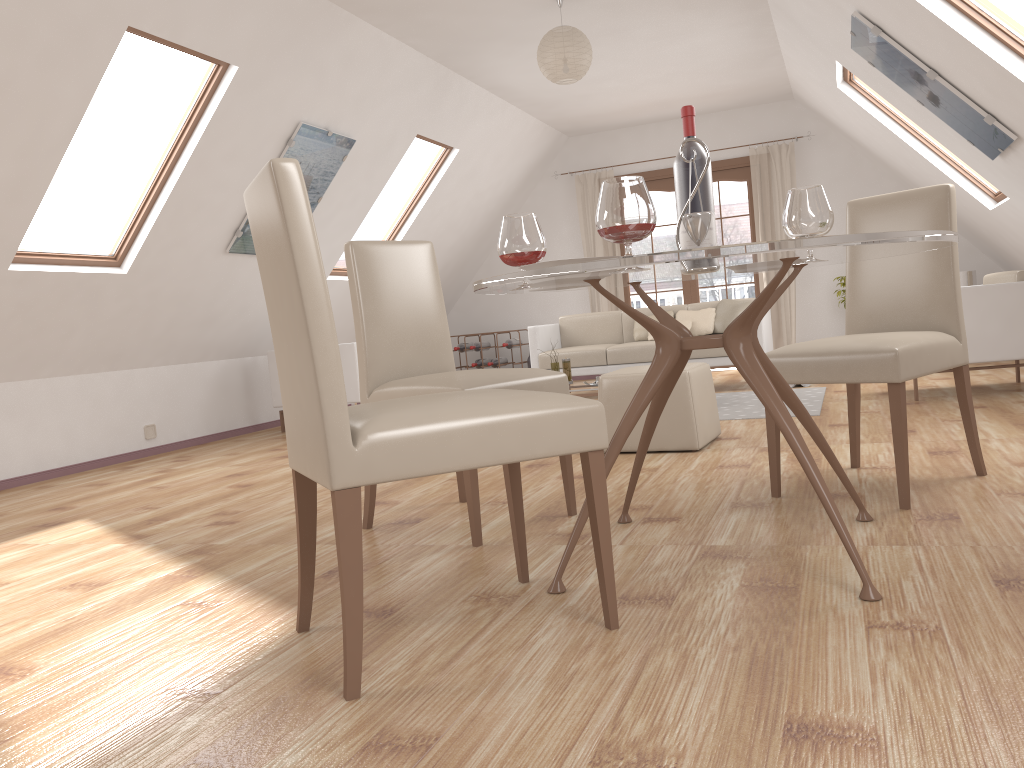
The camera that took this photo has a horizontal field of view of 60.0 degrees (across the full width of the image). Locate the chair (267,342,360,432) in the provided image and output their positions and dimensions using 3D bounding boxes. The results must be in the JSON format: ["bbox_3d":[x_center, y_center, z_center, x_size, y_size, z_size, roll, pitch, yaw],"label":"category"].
[{"bbox_3d":[-1.329,-0.029,6.969,0.820,0.706,0.748,-4,4,24],"label":"chair"}]

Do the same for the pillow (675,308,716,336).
[{"bbox_3d":[1.507,-0.507,7.338,0.351,0.225,0.196,-3,4,26],"label":"pillow"}]

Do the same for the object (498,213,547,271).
[{"bbox_3d":[0.028,-0.373,2.441,0.136,0.183,0.136,-5,4,0],"label":"object"}]

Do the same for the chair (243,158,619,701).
[{"bbox_3d":[-0.186,0.047,1.920,0.618,0.999,0.477,-7,4,-24],"label":"chair"}]

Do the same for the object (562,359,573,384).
[{"bbox_3d":[0.404,-0.092,6.508,0.075,0.185,0.075,-8,5,-37],"label":"object"}]

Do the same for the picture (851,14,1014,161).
[{"bbox_3d":[2.161,-1.533,4.634,0.683,0.738,0.650,-4,4,21],"label":"picture"}]

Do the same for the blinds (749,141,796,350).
[{"bbox_3d":[2.624,-1.279,8.707,0.424,2.129,0.123,-4,4,16],"label":"blinds"}]

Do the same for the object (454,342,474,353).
[{"bbox_3d":[-0.530,-0.396,9.690,0.110,0.110,0.439,-4,4,21],"label":"object"}]

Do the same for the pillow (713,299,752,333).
[{"bbox_3d":[1.781,-0.557,7.182,0.269,0.276,0.424,-7,4,-19],"label":"pillow"}]

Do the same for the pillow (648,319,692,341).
[{"bbox_3d":[1.283,-0.440,7.273,0.363,0.170,0.227,-3,4,26],"label":"pillow"}]

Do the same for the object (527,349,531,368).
[{"bbox_3d":[0.223,-0.194,9.414,0.115,0.443,0.120,-4,4,15],"label":"object"}]

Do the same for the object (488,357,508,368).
[{"bbox_3d":[-0.166,-0.229,9.572,0.109,0.109,0.435,-4,4,21],"label":"object"}]

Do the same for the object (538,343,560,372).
[{"bbox_3d":[0.299,-0.164,6.420,0.184,0.359,0.123,-7,4,-27],"label":"object"}]

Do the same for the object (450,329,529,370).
[{"bbox_3d":[-0.238,-0.255,9.642,0.854,0.608,0.417,-4,4,21],"label":"object"}]

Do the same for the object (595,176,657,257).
[{"bbox_3d":[0.254,-0.363,1.975,0.136,0.183,0.136,-5,4,0],"label":"object"}]

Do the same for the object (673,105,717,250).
[{"bbox_3d":[0.502,-0.546,2.448,0.109,0.435,0.109,-4,4,17],"label":"object"}]

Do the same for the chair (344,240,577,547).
[{"bbox_3d":[-0.197,-0.023,3.015,0.477,0.999,0.618,-9,5,-44],"label":"chair"}]

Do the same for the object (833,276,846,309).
[{"bbox_3d":[3.223,-0.620,8.383,0.311,0.846,0.307,-4,4,13],"label":"object"}]

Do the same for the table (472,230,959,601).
[{"bbox_3d":[0.530,0.067,2.340,1.198,0.770,1.198,-2,5,42],"label":"table"}]

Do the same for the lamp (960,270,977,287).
[{"bbox_3d":[4.030,-0.814,7.892,0.180,0.375,0.221,-8,5,-35],"label":"lamp"}]

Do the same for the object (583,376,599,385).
[{"bbox_3d":[0.580,-0.024,6.272,0.143,0.052,0.064,-4,4,21],"label":"object"}]

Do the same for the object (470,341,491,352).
[{"bbox_3d":[-0.357,-0.405,9.629,0.109,0.109,0.435,-4,4,21],"label":"object"}]

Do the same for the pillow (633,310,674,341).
[{"bbox_3d":[1.191,-0.487,7.465,0.351,0.235,0.185,-4,4,24],"label":"pillow"}]

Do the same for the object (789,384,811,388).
[{"bbox_3d":[2.147,-0.119,6.765,0.212,0.267,0.315,-5,4,8],"label":"object"}]

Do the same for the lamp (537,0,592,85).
[{"bbox_3d":[0.312,-2.091,5.395,0.340,0.497,0.340,-7,4,-29],"label":"lamp"}]

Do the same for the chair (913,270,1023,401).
[{"bbox_3d":[2.752,-0.305,5.385,0.820,0.706,0.748,-5,4,11],"label":"chair"}]

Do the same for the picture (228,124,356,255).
[{"bbox_3d":[-1.485,-1.286,6.038,0.683,0.738,0.650,-4,4,21],"label":"picture"}]

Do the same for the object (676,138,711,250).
[{"bbox_3d":[0.477,-0.476,2.303,0.086,0.322,0.096,-6,4,-16],"label":"object"}]

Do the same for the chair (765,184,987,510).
[{"bbox_3d":[1.201,-0.150,2.975,0.618,0.999,0.477,-9,5,-41],"label":"chair"}]

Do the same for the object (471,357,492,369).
[{"bbox_3d":[-0.340,-0.221,9.638,0.109,0.109,0.435,-4,4,21],"label":"object"}]

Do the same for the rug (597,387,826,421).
[{"bbox_3d":[0.688,0.187,6.174,2.800,0.007,1.600,-4,4,21],"label":"rug"}]

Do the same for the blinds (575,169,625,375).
[{"bbox_3d":[0.963,-1.166,9.388,0.423,2.130,0.120,-4,4,18],"label":"blinds"}]

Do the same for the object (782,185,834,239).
[{"bbox_3d":[0.808,-0.444,2.423,0.136,0.183,0.136,-9,5,-42],"label":"object"}]

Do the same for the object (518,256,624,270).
[{"bbox_3d":[0.140,-0.281,2.122,0.228,0.020,0.228,-7,4,-24],"label":"object"}]

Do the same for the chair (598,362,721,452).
[{"bbox_3d":[0.720,0.104,4.363,0.506,0.394,0.506,-4,4,25],"label":"chair"}]

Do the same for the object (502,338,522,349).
[{"bbox_3d":[-0.009,-0.429,9.495,0.109,0.109,0.435,-4,4,21],"label":"object"}]

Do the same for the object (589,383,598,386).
[{"bbox_3d":[0.606,-0.016,6.113,0.143,0.052,0.064,-8,5,-39],"label":"object"}]

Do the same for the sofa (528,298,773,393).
[{"bbox_3d":[1.164,-0.288,7.383,1.880,0.706,0.820,-4,4,21],"label":"sofa"}]

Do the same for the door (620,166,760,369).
[{"bbox_3d":[1.830,-1.138,9.163,1.546,2.001,0.098,-4,4,21],"label":"door"}]

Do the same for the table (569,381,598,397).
[{"bbox_3d":[0.740,0.087,6.216,1.173,0.190,0.730,-4,4,21],"label":"table"}]
